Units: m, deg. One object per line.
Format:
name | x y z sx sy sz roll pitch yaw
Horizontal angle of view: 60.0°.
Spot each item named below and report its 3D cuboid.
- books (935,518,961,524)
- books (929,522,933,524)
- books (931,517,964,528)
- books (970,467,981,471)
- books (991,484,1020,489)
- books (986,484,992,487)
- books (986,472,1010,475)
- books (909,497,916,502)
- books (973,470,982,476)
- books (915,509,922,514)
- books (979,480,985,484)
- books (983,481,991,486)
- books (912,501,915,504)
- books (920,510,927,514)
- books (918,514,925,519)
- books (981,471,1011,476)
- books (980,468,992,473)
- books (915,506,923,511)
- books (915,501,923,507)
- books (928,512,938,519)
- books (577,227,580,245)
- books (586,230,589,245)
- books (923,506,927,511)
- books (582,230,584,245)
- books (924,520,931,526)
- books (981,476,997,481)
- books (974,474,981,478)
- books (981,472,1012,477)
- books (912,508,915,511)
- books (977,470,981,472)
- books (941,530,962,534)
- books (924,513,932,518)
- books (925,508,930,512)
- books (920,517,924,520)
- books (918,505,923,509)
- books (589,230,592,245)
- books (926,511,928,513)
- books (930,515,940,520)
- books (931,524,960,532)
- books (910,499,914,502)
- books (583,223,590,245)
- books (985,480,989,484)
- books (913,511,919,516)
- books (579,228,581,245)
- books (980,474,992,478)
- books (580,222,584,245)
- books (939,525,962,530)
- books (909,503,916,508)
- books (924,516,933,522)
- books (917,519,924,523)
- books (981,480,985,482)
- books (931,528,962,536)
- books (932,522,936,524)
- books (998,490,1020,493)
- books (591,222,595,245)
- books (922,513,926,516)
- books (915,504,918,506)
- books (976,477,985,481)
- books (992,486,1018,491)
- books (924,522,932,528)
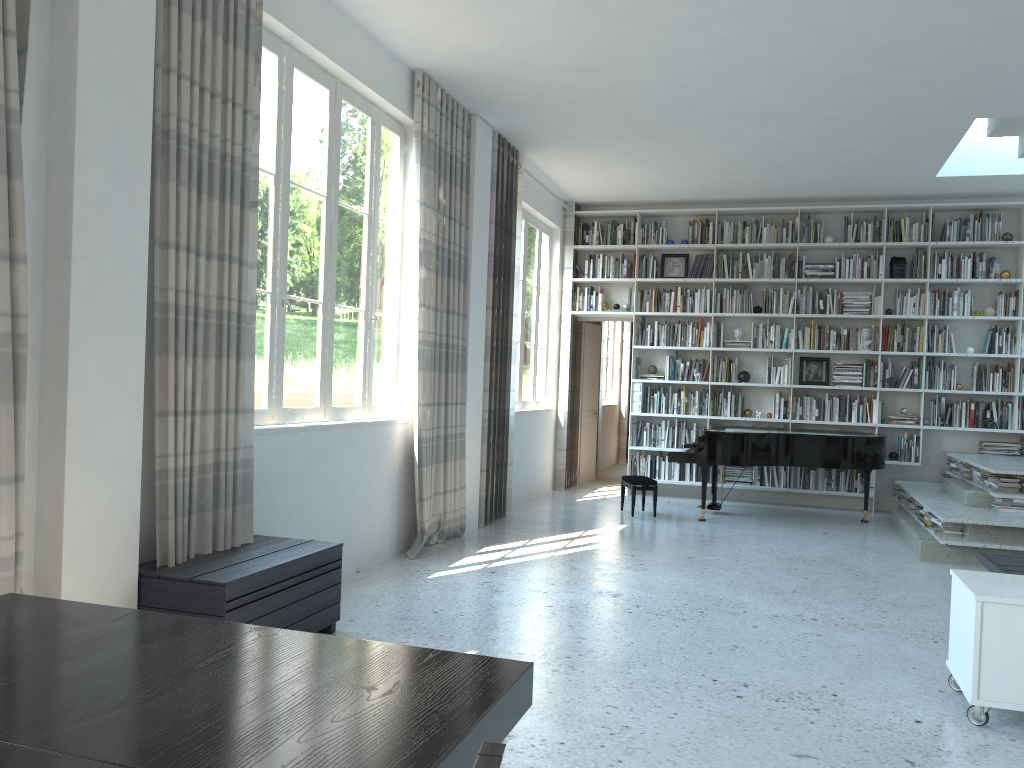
books | 3.267 1.018 6.654 0.164 0.015 0.243 2 0 21
books | 3.359 1.089 6.944 0.170 0.006 0.268 2 0 17
books | 3.267 1.039 6.654 0.156 0.027 0.287 2 0 12
books | 4.087 0.734 7.641 0.192 0.014 0.256 2 0 13
books | 3.938 0.819 7.078 0.152 0.015 0.208 2 0 14
books | 4.016 0.843 7.344 0.142 0.020 0.230 2 0 22
books | 4.011 0.733 7.345 0.170 0.008 0.208 2 0 20
books | 3.621 1.023 7.822 0.179 0.012 0.249 2 0 14
books | 4.098 0.773 7.638 0.174 0.029 0.250 2 0 15
books | 3.531 1.087 7.526 0.177 0.011 0.220 2 0 19
books | 4.109 0.848 7.635 0.132 0.016 0.262 2 0 22
books | 4.013 0.829 7.345 0.154 0.007 0.292 2 0 20
books | 3.631 1.048 7.819 0.169 0.009 0.241 2 0 17
books | 3.440 1.052 7.234 0.180 0.017 0.182 2 0 14
books | 3.436 1.084 7.236 0.189 0.013 0.215 2 0 15
books | 4.011 0.740 7.345 0.171 0.007 0.260 2 0 15
books | 3.998 0.717 7.349 0.189 0.022 0.237 2 0 22
books | 3.533 1.069 7.525 0.160 0.025 0.244 2 0 12
books | 3.533 1.024 7.525 0.170 0.014 0.281 2 0 14
books | 3.255 0.993 6.657 0.192 0.014 0.256 2 0 13
books | 0.769 -1.658 10.100 0.024 0.228 0.130 2 1 17
books | 0.869 -1.634 10.047 0.028 0.186 0.182 2 1 17
books | 3.455 1.031 7.229 0.141 0.028 0.222 2 0 12
books | 0.822 -1.640 10.066 0.024 0.195 0.167 2 1 17
books | 3.345 1.095 6.949 0.191 0.006 0.275 2 0 19
books | 4.011 0.784 7.345 0.177 0.026 0.230 2 0 17
books | 4.092 0.795 7.640 0.177 0.015 0.187 2 0 22
books | 4.009 0.750 7.346 0.168 0.013 0.281 2 0 14
books | 3.622 1.119 7.822 0.161 0.008 0.254 2 0 22
books | 4.109 0.751 7.635 0.145 0.017 0.208 2 0 12
books | 3.288 1.096 6.648 0.132 0.014 0.205 2 0 17
books | 3.351 1.040 6.947 0.168 0.013 0.281 2 0 12
books | 3.351 0.993 6.946 0.182 0.016 0.256 2 0 20
books | 3.444 1.110 7.233 0.171 0.005 0.297 2 0 16
books | 3.545 1.048 7.522 0.142 0.017 0.239 2 0 13
books | 0.905 -1.637 10.062 0.031 0.195 0.145 2 1 17
books | 3.360 1.023 6.944 0.175 0.006 0.251 2 0 17
books | 3.262 1.005 6.656 0.176 0.010 0.266 2 0 13
books | 3.254 1.079 6.658 0.187 0.017 0.205 2 0 22
books | 3.623 1.036 7.822 0.165 0.014 0.235 2 0 12
books | 0.845 -1.676 10.053 0.025 0.269 0.177 2 1 17
books | 4.018 0.812 7.343 0.155 0.028 0.189 2 0 18
books | 3.521 1.105 7.529 0.189 0.009 0.291 2 0 20
books | 0.788 -1.655 10.083 0.023 0.223 0.151 2 1 17
books | 4.007 0.767 7.347 0.187 0.009 0.250 2 0 17
books | 0.804 -1.686 10.068 0.014 0.286 0.175 2 1 17
books | 3.285 1.062 6.648 0.137 0.019 0.224 2 0 18
books | 3.621 1.080 7.822 0.182 0.013 0.287 2 0 18
books | 3.348 1.065 6.947 0.191 0.015 0.246 2 0 18
books | 3.429 1.122 7.238 0.193 0.005 0.225 2 0 13
books | 4.118 0.834 7.632 0.136 0.013 0.258 2 0 17
books | 3.259 1.111 6.657 0.184 0.017 0.230 2 0 19
books | 3.368 1.080 6.942 0.154 0.014 0.196 2 0 17
books | 3.946 0.845 7.076 0.144 0.009 0.249 2 0 17
books | 0.921 -1.679 10.040 0.010 0.281 0.160 2 1 17
books | 3.442 1.064 7.234 0.171 0.007 0.260 2 0 20
books | 3.635 1.057 7.818 0.155 0.009 0.297 2 0 18
books | 4.102 0.815 7.637 0.167 0.024 0.192 2 0 18
books | 3.932 0.833 7.080 0.161 0.014 0.212 2 0 21
books | 3.340 1.114 6.950 0.191 0.016 0.209 2 0 22
